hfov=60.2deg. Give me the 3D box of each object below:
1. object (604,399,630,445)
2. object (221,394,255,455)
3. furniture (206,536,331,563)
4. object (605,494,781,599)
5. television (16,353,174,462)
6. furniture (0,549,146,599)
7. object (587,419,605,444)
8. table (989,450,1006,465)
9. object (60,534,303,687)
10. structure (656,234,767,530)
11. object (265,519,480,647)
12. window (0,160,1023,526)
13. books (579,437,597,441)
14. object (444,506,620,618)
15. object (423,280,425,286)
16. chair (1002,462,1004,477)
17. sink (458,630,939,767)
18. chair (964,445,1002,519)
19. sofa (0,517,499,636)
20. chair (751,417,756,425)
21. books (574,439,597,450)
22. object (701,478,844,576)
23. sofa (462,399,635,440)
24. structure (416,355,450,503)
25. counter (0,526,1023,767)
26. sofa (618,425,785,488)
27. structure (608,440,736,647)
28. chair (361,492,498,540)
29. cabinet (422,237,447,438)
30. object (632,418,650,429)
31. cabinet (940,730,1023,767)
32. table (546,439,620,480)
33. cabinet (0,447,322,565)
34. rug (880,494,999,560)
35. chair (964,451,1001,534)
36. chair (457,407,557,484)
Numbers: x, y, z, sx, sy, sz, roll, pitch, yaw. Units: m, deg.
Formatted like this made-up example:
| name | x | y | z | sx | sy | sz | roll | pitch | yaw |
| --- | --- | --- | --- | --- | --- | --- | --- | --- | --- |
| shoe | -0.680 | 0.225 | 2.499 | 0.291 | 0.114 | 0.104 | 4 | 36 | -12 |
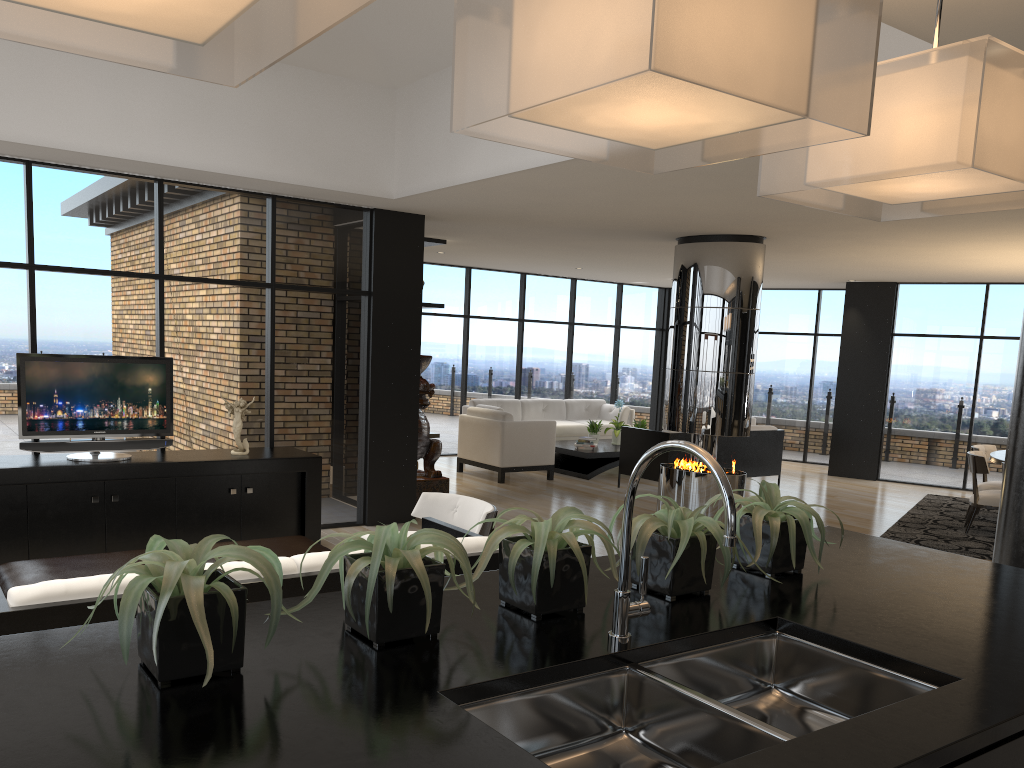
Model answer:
| name | x | y | z | sx | sy | sz | roll | pitch | yaw |
| --- | --- | --- | --- | --- | --- | --- | --- | --- | --- |
| object | 1.484 | 0.525 | 12.181 | 0.356 | 0.638 | 0.366 | 1 | 7 | -16 |
| object | -2.036 | 0.302 | 6.600 | 0.256 | 0.464 | 0.104 | -2 | 9 | -34 |
| furniture | -1.361 | 1.142 | 4.863 | 0.827 | 0.488 | 0.821 | 0 | 5 | -36 |
| object | 0.399 | 0.383 | 2.199 | 0.398 | 0.241 | 0.402 | 2 | 4 | -11 |
| television | -2.835 | 0.159 | 6.067 | 0.933 | 0.719 | 0.404 | 1 | 7 | -17 |
| furniture | -2.054 | 1.131 | 4.369 | 0.827 | 0.488 | 0.821 | 0 | 5 | -36 |
| object | 1.113 | 0.650 | 11.979 | 0.283 | 0.374 | 0.213 | 5 | 7 | 17 |
| table | 5.440 | 1.137 | 8.876 | 1.203 | 0.777 | 2.097 | 5 | 4 | 34 |
| object | -0.557 | 0.382 | 1.478 | 0.398 | 0.219 | 0.402 | 2 | 4 | -11 |
| structure | 1.909 | -0.007 | 8.556 | 0.885 | 2.773 | 0.584 | 9 | 10 | 42 |
| object | -0.274 | 0.372 | 1.747 | 0.406 | 0.242 | 0.394 | 2 | 4 | -11 |
| window | 0.492 | -1.052 | 7.184 | 10.064 | 4.834 | 15.843 | 6 | 4 | 41 |
| books | 0.986 | 0.710 | 11.495 | 0.154 | 0.027 | 0.183 | 0 | 4 | -45 |
| object | 0.031 | 0.387 | 1.968 | 0.406 | 0.219 | 0.394 | 2 | 4 | -11 |
| object | -1.089 | -1.166 | 9.772 | 0.244 | 0.550 | 0.242 | 4 | 7 | 9 |
| chair | 4.744 | 1.130 | 7.903 | 0.616 | 0.815 | 0.636 | -1 | 7 | -29 |
| sink | 0.354 | 0.642 | 1.572 | 0.921 | 0.161 | 0.457 | 1 | 4 | -36 |
| chair | 5.221 | 1.084 | 9.450 | 0.612 | 0.815 | 0.640 | 8 | 8 | 42 |
| sofa | -1.040 | 1.046 | 3.713 | 2.030 | 0.812 | 0.831 | 0 | 6 | -35 |
| chair | 2.993 | 0.786 | 13.319 | 0.853 | 0.865 | 0.993 | -1 | 6 | -36 |
| books | 0.967 | 0.785 | 11.510 | 0.307 | 0.127 | 0.222 | 3 | 4 | 3 |
| object | 0.747 | 0.390 | 2.416 | 0.406 | 0.242 | 0.394 | 2 | 4 | -11 |
| sofa | 0.591 | 0.673 | 13.352 | 2.692 | 0.864 | 0.847 | 1 | 5 | -35 |
| structure | -1.014 | 0.425 | 8.877 | 0.516 | 1.611 | 0.724 | -3 | 9 | -35 |
| counter | 0.184 | 0.531 | 1.727 | 3.111 | 0.032 | 1.170 | 1 | 3 | -36 |
| sofa | 2.347 | 0.888 | 10.903 | 2.030 | 0.812 | 0.831 | 0 | 6 | -35 |
| structure | 0.352 | 0.622 | 1.501 | 2.773 | 1.029 | 0.650 | 0 | 6 | -36 |
| chair | -0.486 | 1.061 | 5.442 | 0.683 | 0.682 | 0.798 | -1 | 6 | -36 |
| cabinet | -1.988 | -0.270 | 10.429 | 1.184 | 2.770 | 2.639 | -2 | 7 | -34 |
| object | 1.809 | 0.662 | 12.458 | 0.283 | 0.374 | 0.213 | 6 | 8 | 32 |
| cabinet | 0.160 | 1.067 | 1.800 | 3.111 | 1.049 | 1.169 | 0 | 5 | -36 |
| table | 1.397 | 1.015 | 12.210 | 2.030 | 0.355 | 1.254 | 1 | 3 | -36 |
| cabinet | -2.879 | 0.885 | 6.148 | 3.036 | 0.748 | 0.616 | 1 | 6 | -35 |
| rug | 5.468 | 1.518 | 8.974 | 2.705 | 0.011 | 3.705 | 4 | 3 | 32 |
| chair | 4.787 | 1.097 | 8.705 | 0.614 | 0.815 | 0.638 | 5 | 6 | 25 |
| chair | -0.065 | 0.739 | 11.147 | 0.853 | 0.865 | 0.993 | -1 | 6 | -36 |
